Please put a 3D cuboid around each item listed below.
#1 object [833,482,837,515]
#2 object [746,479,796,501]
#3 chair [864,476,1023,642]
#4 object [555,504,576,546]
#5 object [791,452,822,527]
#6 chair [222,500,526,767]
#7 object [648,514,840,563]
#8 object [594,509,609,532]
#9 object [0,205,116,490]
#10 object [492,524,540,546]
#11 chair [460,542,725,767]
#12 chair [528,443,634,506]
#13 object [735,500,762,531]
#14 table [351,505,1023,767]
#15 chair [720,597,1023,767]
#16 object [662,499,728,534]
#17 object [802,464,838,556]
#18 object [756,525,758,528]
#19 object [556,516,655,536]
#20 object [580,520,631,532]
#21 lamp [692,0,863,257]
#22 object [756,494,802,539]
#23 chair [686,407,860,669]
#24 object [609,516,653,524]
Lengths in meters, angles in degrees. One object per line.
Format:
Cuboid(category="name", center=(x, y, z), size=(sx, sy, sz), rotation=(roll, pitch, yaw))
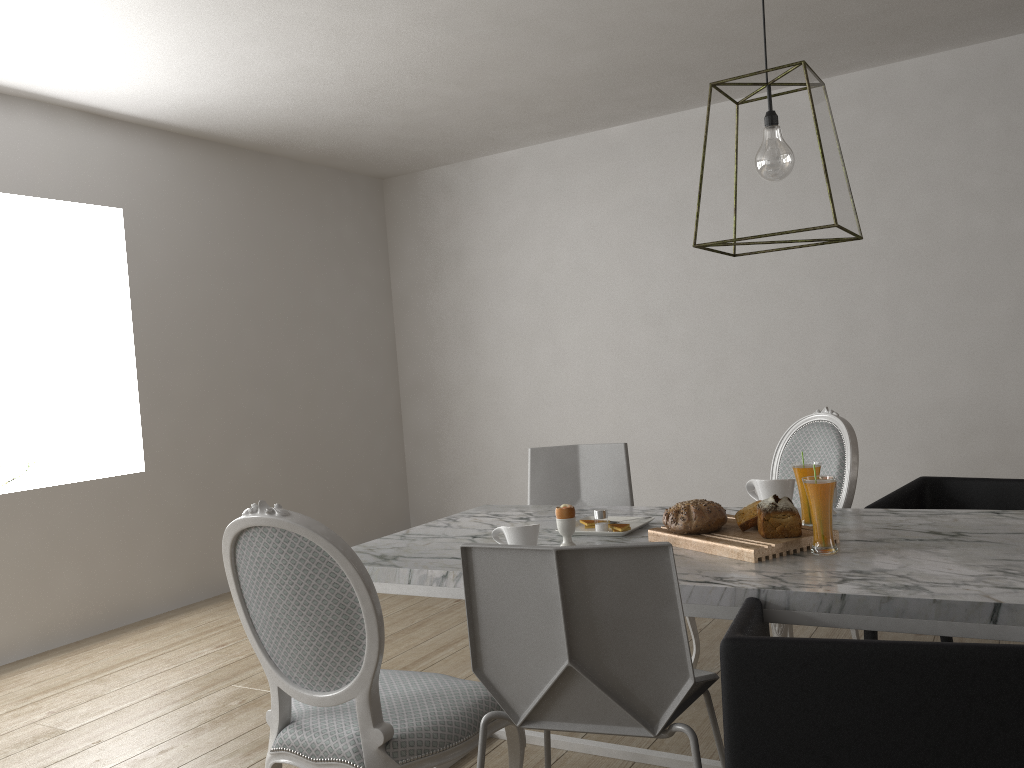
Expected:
Cuboid(category="object", center=(0.831, 0.291, 2.336), size=(0.050, 0.101, 0.050), rotation=(-4, 1, 27))
Cuboid(category="object", center=(0.690, 0.303, 2.411), size=(0.110, 0.105, 0.170), rotation=(-5, 1, -39))
Cuboid(category="chair", center=(1.380, 0.590, 2.497), size=(0.609, 0.597, 0.569), rotation=(-5, 1, -44))
Cuboid(category="object", center=(0.134, 0.349, 2.192), size=(0.050, 0.101, 0.050), rotation=(-4, 1, 38))
Cuboid(category="object", center=(0.720, 0.262, 2.154), size=(0.071, 0.188, 0.071), rotation=(-5, 1, -39))
Cuboid(category="chair", center=(-0.286, 0.609, 1.791), size=(0.480, 0.833, 0.505), rotation=(-4, 1, 28))
Cuboid(category="object", center=(0.536, 0.358, 2.090), size=(0.260, 0.031, 0.360), rotation=(-5, 1, -29))
Cuboid(category="object", center=(0.235, 0.360, 2.334), size=(0.036, 0.060, 0.036), rotation=(-5, 1, -18))
Cuboid(category="object", center=(-2.572, 1.316, 3.573), size=(0.001, 8.324, 10.834), rotation=(-4, 1, 31))
Cuboid(category="object", center=(0.002, 0.373, 2.108), size=(0.138, 0.085, 0.089), rotation=(-4, 1, 26))
Cuboid(category="chair", center=(0.174, 0.624, 1.619), size=(0.470, 0.745, 0.439), rotation=(-4, 1, 21))
Cuboid(category="chair", center=(0.216, 0.599, 3.057), size=(0.470, 0.745, 0.439), rotation=(-4, 1, 16))
Cuboid(category="object", center=(0.564, 0.308, 2.078), size=(0.079, 0.067, 0.074), rotation=(-5, 1, 3))
Cuboid(category="table", center=(0.472, 0.669, 2.185), size=(1.781, 0.583, 0.870), rotation=(-4, 1, 31))
Cuboid(category="chair", center=(0.674, 0.662, 1.450), size=(0.569, 0.597, 0.609), rotation=(-4, 1, 21))
Cuboid(category="object", center=(0.437, 0.314, 2.127), size=(0.157, 0.075, 0.151), rotation=(-5, 1, -24))
Cuboid(category="object", center=(0.662, 0.270, 1.898), size=(0.071, 0.188, 0.071), rotation=(-5, 1, -39))
Cuboid(category="object", center=(0.615, 0.310, 2.102), size=(0.083, 0.055, 0.073), rotation=(-4, 1, 7))
Cuboid(category="object", center=(0.253, 0.383, 2.390), size=(0.212, 0.014, 0.212), rotation=(-4, 1, 30))
Cuboid(category="object", center=(0.249, 0.381, 2.381), size=(0.068, 0.014, 0.197), rotation=(-5, 1, -31))
Cuboid(category="lamp", center=(0.564, -0.870, 2.000), size=(0.584, 1.108, 0.584), rotation=(-5, 1, -44))
Cuboid(category="object", center=(0.599, 0.297, 1.994), size=(0.086, 0.087, 0.090), rotation=(-4, 1, 8))
Cuboid(category="chair", center=(0.820, 0.506, 2.756), size=(0.505, 0.833, 0.480), rotation=(-5, 1, -27))
Cuboid(category="object", center=(0.321, 0.375, 2.432), size=(0.132, 0.013, 0.032), rotation=(-4, 1, 5))
